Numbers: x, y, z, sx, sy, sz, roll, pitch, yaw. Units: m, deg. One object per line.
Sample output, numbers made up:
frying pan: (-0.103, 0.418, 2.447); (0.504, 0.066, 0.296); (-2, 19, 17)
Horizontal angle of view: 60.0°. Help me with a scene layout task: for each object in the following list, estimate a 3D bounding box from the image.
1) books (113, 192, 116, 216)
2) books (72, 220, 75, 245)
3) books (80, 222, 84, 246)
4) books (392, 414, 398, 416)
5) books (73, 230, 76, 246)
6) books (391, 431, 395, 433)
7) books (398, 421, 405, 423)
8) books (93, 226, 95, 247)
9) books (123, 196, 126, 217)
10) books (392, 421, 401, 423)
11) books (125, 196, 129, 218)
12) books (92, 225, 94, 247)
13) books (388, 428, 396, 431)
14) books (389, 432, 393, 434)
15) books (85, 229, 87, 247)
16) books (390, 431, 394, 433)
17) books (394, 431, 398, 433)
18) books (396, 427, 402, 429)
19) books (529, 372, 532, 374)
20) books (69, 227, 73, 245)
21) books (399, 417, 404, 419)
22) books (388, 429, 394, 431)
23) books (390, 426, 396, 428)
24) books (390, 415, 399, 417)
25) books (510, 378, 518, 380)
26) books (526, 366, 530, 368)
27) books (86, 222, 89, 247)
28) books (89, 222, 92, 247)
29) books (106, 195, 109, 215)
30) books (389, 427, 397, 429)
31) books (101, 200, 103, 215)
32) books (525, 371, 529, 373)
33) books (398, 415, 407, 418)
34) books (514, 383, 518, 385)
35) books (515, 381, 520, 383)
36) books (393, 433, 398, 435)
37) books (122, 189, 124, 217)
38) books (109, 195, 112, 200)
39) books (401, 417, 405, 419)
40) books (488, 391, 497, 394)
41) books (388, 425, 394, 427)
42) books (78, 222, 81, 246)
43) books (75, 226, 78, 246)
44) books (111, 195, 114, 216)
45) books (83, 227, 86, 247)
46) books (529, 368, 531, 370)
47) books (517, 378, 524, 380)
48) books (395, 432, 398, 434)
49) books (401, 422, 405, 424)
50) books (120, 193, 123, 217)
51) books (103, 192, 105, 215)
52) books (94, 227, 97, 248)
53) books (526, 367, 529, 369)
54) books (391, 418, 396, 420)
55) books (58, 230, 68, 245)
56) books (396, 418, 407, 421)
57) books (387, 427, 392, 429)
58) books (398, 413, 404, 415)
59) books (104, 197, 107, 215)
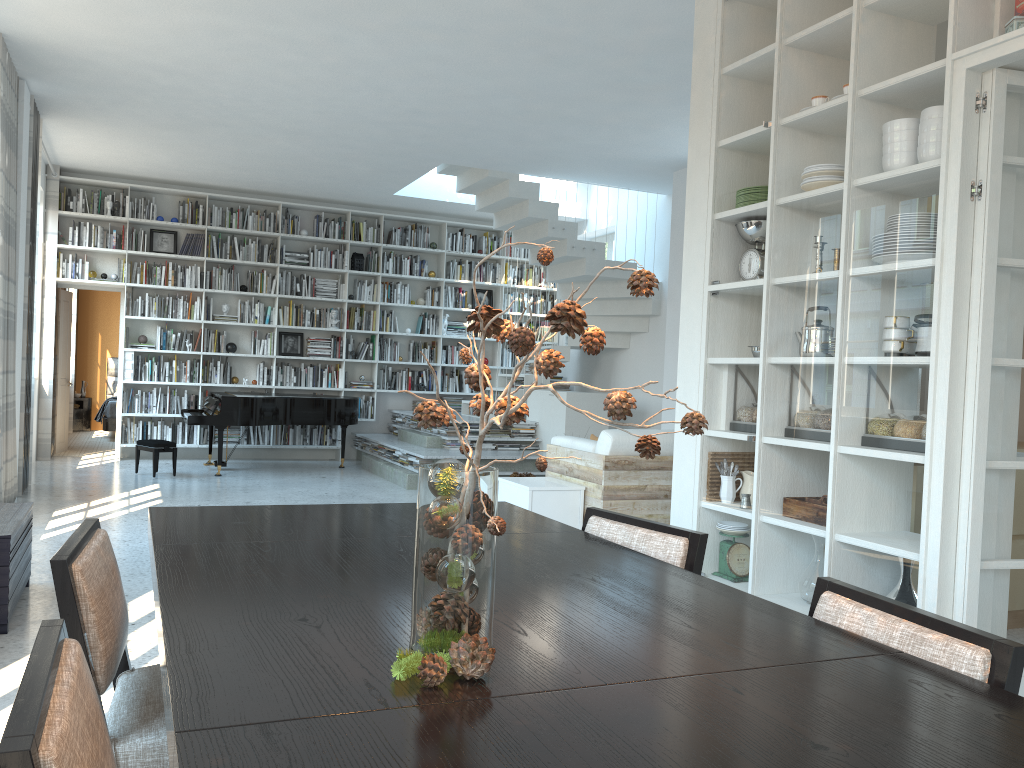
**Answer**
books: (-4.537, -2.030, 10.124); (0.013, 0.292, 0.154); (2, 1, -23)
books: (-4.929, -1.681, 9.965); (0.011, 0.296, 0.162); (2, 1, -23)
books: (-4.849, -1.673, 10.003); (0.028, 0.288, 0.132); (2, 1, -23)
books: (-1.438, 0.399, 11.478); (0.159, 0.011, 0.246); (2, 0, -26)
books: (-4.919, -1.628, 9.984); (0.024, 0.192, 0.138); (2, 1, -23)
books: (-1.484, 0.616, 11.504); (0.147, 0.014, 0.292); (2, 0, -23)
books: (-1.324, 0.480, 11.213); (0.152, 0.009, 0.259); (2, 0, -26)
books: (-4.728, -1.648, 10.039); (0.012, 0.249, 0.192); (2, 1, -23)
books: (-4.438, -2.010, 10.160); (0.025, 0.259, 0.138); (2, 1, -23)
books: (-1.442, 0.492, 11.480); (0.163, 0.017, 0.232); (2, 0, -21)
books: (-4.400, -2.004, 10.136); (0.024, 0.252, 0.235); (2, 1, -23)
books: (-4.740, -1.659, 10.034); (0.013, 0.269, 0.162); (2, 1, -23)
books: (-1.490, 0.591, 11.501); (0.159, 0.012, 0.278); (2, 0, -24)
books: (-1.494, 0.637, 11.501); (0.163, 0.019, 0.187); (2, 0, -24)
books: (-4.807, -1.632, 10.011); (0.010, 0.209, 0.165); (2, 1, -23)
books: (-1.493, 0.625, 11.501); (0.144, 0.005, 0.257); (2, 0, -18)
books: (-1.380, 0.607, 11.210); (0.180, 0.017, 0.182); (2, 0, -26)
books: (-1.363, 0.557, 11.215); (0.149, 0.014, 0.228); (2, 0, -25)
books: (0.307, -0.130, 10.899); (0.184, 0.016, 0.128); (2, 0, -16)
books: (-4.951, -1.642, 9.954); (0.034, 0.218, 0.166); (2, 1, -23)
books: (-1.328, 0.434, 11.210); (0.171, 0.007, 0.206); (2, 0, -21)
books: (-1.494, 0.603, 11.500); (0.170, 0.012, 0.215); (2, 0, -23)
books: (-1.492, 0.556, 11.499); (0.152, 0.015, 0.208); (2, 0, -18)
books: (-1.448, 0.419, 11.474); (0.171, 0.015, 0.252); (2, 1, -28)
books: (0.094, -0.059, 11.093); (0.161, 0.012, 0.195); (2, 0, -26)
books: (0.290, -0.212, 11.151); (0.149, 0.017, 0.239); (2, 0, -25)
books: (-4.784, -1.669, 10.002); (0.021, 0.286, 0.179); (2, 1, -23)
books: (-4.766, -1.671, 10.031); (0.037, 0.292, 0.155); (2, 1, -23)
books: (-4.593, -2.008, 10.081); (0.025, 0.244, 0.167); (2, 1, -23)
books: (-1.494, 0.568, 11.498); (0.159, 0.009, 0.210); (2, 0, -19)
books: (-4.651, -1.982, 10.064); (0.024, 0.187, 0.159); (2, 1, -23)
books: (0.292, -0.144, 11.155); (0.136, 0.017, 0.288); (2, 0, -25)
books: (-1.322, 0.410, 11.212); (0.163, 0.018, 0.289); (2, 0, -24)
books: (0.096, 0.001, 11.096); (0.145, 0.015, 0.166); (2, 1, -29)
books: (0.097, -0.027, 11.095); (0.140, 0.022, 0.181); (2, 1, -30)
books: (-1.386, 0.634, 11.208); (0.187, 0.009, 0.261); (2, 0, -20)
books: (-4.451, -2.049, 10.146); (0.014, 0.338, 0.167); (2, 1, -23)
books: (-4.575, -2.012, 10.098); (0.021, 0.253, 0.179); (2, 1, -23)
books: (-1.321, 0.425, 11.212); (0.143, 0.012, 0.264); (2, 0, -18)
books: (-0.231, 0.152, 10.819); (0.125, 0.125, 0.007); (2, 1, -23)
books: (-1.497, 0.544, 11.496); (0.174, 0.009, 0.240); (2, 0, -21)
books: (-4.863, -1.671, 9.973); (0.023, 0.282, 0.186); (2, 1, -23)
books: (-4.887, -1.645, 9.969); (0.023, 0.228, 0.171); (2, 1, -23)
books: (-4.552, -2.014, 10.105); (0.027, 0.259, 0.147); (2, 1, -23)
books: (-4.826, -1.648, 10.013); (0.024, 0.239, 0.155); (2, 1, -23)
books: (0.324, -0.186, 10.858); (0.178, 0.036, 0.221); (2, 0, -19)
books: (0.171, -0.058, 10.883); (0.177, 0.014, 0.194); (2, 1, -29)
books: (-1.369, 0.623, 11.215); (0.160, 0.014, 0.268); (2, 0, -24)
books: (-1.312, 0.496, 11.219); (0.131, 0.021, 0.240); (2, 0, -21)
books: (-4.471, -2.024, 10.144); (0.022, 0.286, 0.175); (2, 1, -23)
books: (-4.635, -2.025, 10.077); (0.013, 0.275, 0.158); (2, 1, -23)
books: (-4.713, -1.645, 10.045); (0.021, 0.244, 0.173); (2, 1, -23)
books: (0.294, -0.195, 11.154); (0.143, 0.019, 0.230); (2, 0, -24)
books: (-1.444, 0.461, 11.478); (0.179, 0.012, 0.261); (2, 0, -23)
books: (-5.027, -1.625, 9.934); (0.121, 0.176, 0.129); (2, 1, -23)
books: (-1.339, 0.452, 11.206); (0.189, 0.030, 0.237); (2, 1, -26)
books: (-1.501, 0.576, 11.495); (0.184, 0.006, 0.262); (2, 0, -22)
books: (-1.329, 0.384, 11.207); (0.171, 0.020, 0.193); (2, 1, -28)
books: (-4.620, -2.000, 10.083); (0.021, 0.226, 0.156); (2, 1, -23)
